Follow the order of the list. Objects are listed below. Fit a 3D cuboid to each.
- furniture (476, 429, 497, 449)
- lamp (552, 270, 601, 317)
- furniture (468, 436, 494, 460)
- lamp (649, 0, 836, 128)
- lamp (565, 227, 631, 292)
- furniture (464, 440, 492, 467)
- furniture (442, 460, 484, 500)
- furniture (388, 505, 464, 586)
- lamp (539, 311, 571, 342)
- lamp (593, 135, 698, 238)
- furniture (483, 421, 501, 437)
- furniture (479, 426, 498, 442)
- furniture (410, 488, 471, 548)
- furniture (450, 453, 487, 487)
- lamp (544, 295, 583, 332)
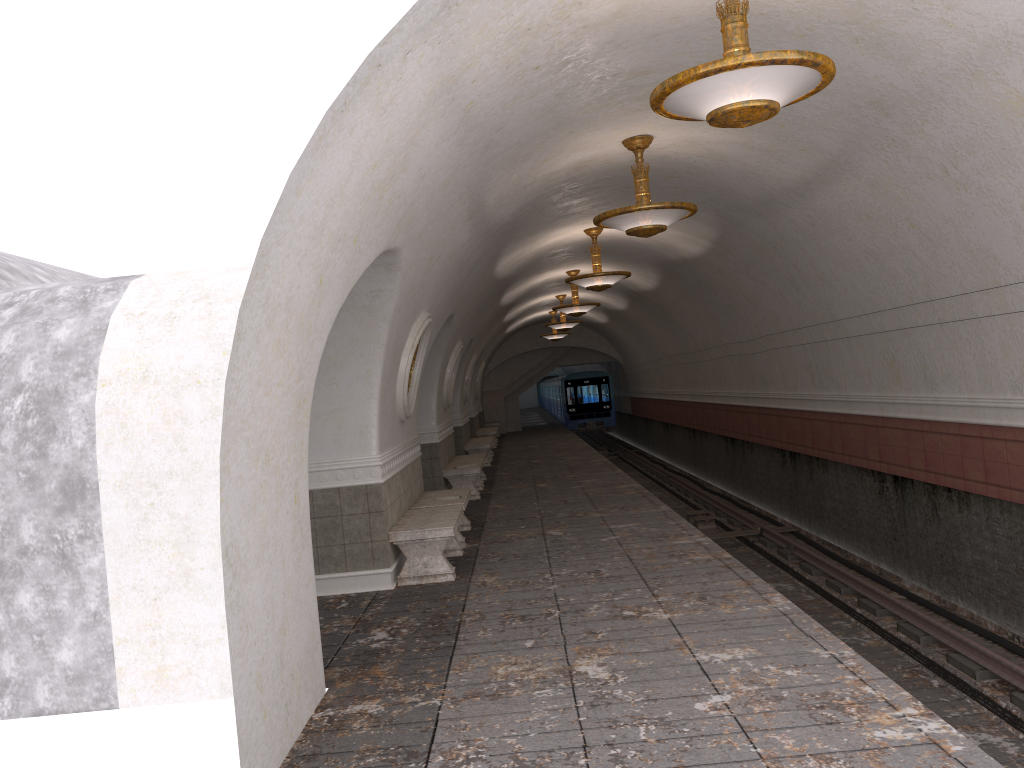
[{"bbox_3d":[-0.747,1.672,26.915,0.613,0.508,1.509,-6,0,0],"label":"furniture"},{"bbox_3d":[1.302,-1.853,18.301,1.008,0.955,1.008,-6,0,16],"label":"lamp"},{"bbox_3d":[-0.763,1.654,22.634,0.613,0.508,1.509,-6,0,0],"label":"furniture"},{"bbox_3d":[1.251,-1.908,4.954,1.008,0.955,1.008,-5,0,-44],"label":"lamp"},{"bbox_3d":[1.283,-1.873,13.471,1.008,0.955,1.008,-5,0,-16],"label":"lamp"},{"bbox_3d":[-0.770,1.648,20.952,0.613,0.508,1.509,-6,0,0],"label":"furniture"},{"bbox_3d":[-0.793,1.623,14.932,0.613,0.508,1.509,-6,0,0],"label":"furniture"},{"bbox_3d":[-0.816,1.598,8.923,0.613,0.508,1.509,-6,0,0],"label":"furniture"},{"bbox_3d":[1.339,-1.813,27.959,1.008,0.955,1.008,-5,0,-44],"label":"lamp"},{"bbox_3d":[1.265,-1.893,8.609,1.008,0.955,1.008,-5,0,-16],"label":"lamp"},{"bbox_3d":[-0.722,1.698,33.217,0.613,0.508,1.509,-6,0,0],"label":"furniture"},{"bbox_3d":[-0.740,1.679,28.596,0.613,0.508,1.509,-6,0,0],"label":"furniture"},{"bbox_3d":[-0.809,1.605,10.604,0.613,0.508,1.509,-6,0,0],"label":"furniture"},{"bbox_3d":[-0.786,1.630,16.613,0.613,0.508,1.509,-6,0,0],"label":"furniture"},{"bbox_3d":[1.320,-1.833,23.129,1.008,0.955,1.008,-6,0,16],"label":"lamp"}]
